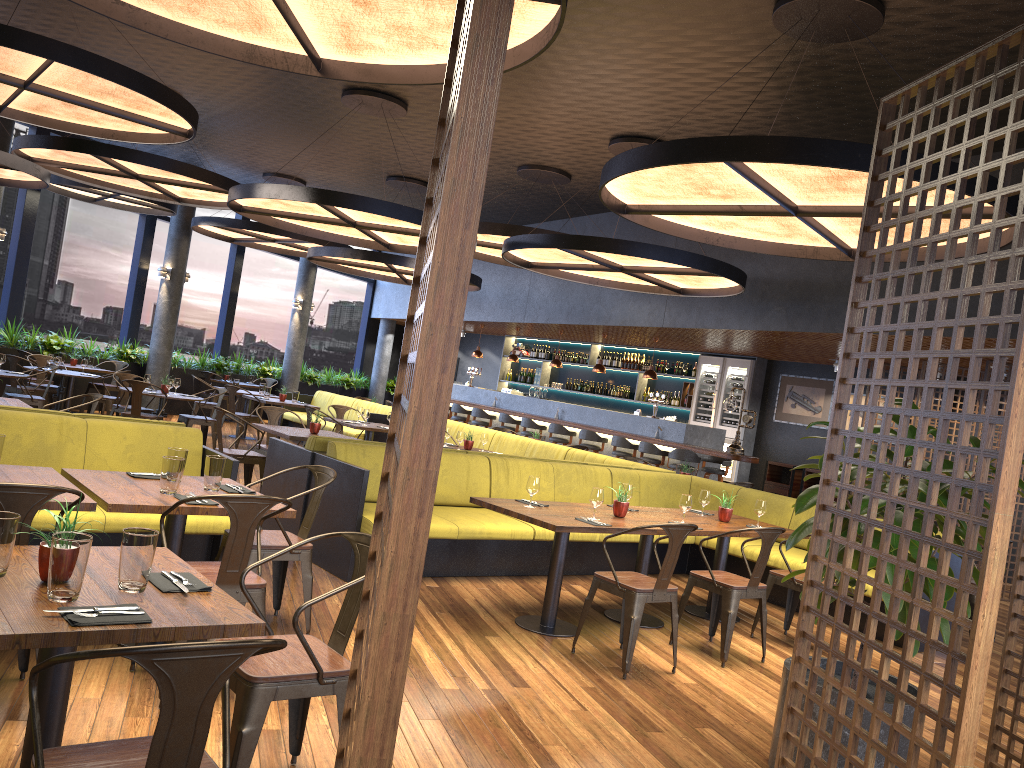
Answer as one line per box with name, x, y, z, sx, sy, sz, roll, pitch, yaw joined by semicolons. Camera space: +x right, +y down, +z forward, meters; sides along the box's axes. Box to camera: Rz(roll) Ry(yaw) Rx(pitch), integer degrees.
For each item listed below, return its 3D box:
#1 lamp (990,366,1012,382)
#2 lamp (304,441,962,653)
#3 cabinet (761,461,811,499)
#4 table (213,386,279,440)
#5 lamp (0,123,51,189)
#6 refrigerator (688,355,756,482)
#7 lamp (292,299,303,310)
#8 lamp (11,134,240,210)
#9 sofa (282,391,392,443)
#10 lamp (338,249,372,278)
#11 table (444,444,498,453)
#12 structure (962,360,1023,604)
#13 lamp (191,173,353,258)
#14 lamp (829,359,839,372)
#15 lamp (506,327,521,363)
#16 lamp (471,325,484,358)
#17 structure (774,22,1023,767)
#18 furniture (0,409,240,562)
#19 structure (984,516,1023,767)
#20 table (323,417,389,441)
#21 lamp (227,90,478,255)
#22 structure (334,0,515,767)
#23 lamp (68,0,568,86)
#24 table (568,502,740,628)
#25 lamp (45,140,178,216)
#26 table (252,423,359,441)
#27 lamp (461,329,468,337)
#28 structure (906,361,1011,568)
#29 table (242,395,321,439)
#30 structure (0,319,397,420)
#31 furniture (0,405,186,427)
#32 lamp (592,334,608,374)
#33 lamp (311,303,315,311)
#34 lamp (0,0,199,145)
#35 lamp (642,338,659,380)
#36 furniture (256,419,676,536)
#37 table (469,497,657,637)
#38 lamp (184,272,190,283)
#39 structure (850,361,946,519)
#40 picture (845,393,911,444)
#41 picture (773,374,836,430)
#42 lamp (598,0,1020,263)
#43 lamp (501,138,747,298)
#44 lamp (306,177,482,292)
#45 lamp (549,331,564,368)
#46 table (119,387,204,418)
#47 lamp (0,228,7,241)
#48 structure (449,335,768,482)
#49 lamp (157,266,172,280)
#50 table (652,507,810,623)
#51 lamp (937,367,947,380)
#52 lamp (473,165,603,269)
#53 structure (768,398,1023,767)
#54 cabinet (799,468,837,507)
lamp;5.935;-0.117;10.792;0.228;0.172;0.228;9;0;-39
lamp;2.979;0.690;8.508;9.057;2.714;3.017;9;0;-39
cabinet;4.401;1.801;14.420;0.473;1.007;0.553;9;0;-39
table;-4.415;0.512;14.674;0.906;0.763;0.887;9;0;-39
lamp;-7.030;-3.400;10.703;2.778;1.362;2.778;9;0;20
refrigerator;3.692;0.598;15.592;0.454;2.109;1.159;9;0;-39
lamp;-4.612;-1.715;18.934;0.215;0.215;0.189;9;0;12
lamp;-4.643;-3.118;11.188;2.778;1.159;2.778;9;0;29
sofa;-2.943;0.672;14.992;0.966;0.914;3.061;9;0;-39
lamp;-2.891;-2.873;18.916;1.979;1.093;1.979;9;0;15
table;-0.586;1.111;9.954;1.007;0.760;1.007;9;0;-1
structure;5.880;1.167;10.250;1.319;2.700;0.050;9;0;-9
lamp;-4.066;-3.012;15.506;2.778;1.159;2.778;9;0;-3
lamp;4.923;-0.271;13.358;0.228;0.172;0.228;9;0;-39
lamp;0.065;-0.773;17.488;0.250;0.673;0.250;9;0;-6
lamp;-0.672;-0.888;18.419;0.250;0.673;0.250;9;0;39
structure;1.120;0.380;2.575;0.050;2.700;0.852;9;0;-9
furniture;-2.114;0.768;3.355;3.378;0.916;4.755;9;0;-39
structure;2.430;0.593;3.637;0.050;2.700;0.852;9;0;-9
table;-1.894;0.906;11.465;0.906;0.763;0.887;9;0;-39
lamp;-1.669;-2.465;10.039;2.778;1.475;2.778;9;0;10
structure;-0.190;0.167;1.512;0.050;2.700;0.852;9;0;-9
lamp;-1.037;-2.461;3.768;2.778;1.362;2.778;9;0;16
table;0.972;1.349;6.491;0.906;0.763;0.887;9;0;-39
lamp;-6.236;-3.425;13.954;1.979;1.093;1.979;9;0;15
table;-2.070;0.870;8.892;0.887;0.763;0.906;9;0;-39
lamp;-1.196;-1.226;21.334;0.228;0.172;0.228;9;0;-39
structure;5.700;1.142;11.439;1.319;2.700;0.050;9;0;-9
table;-3.614;0.637;13.663;0.887;0.763;0.906;9;0;-39
structure;-6.273;-0.107;17.073;0.808;1.413;17.112;9;0;26
furniture;-4.975;0.321;6.976;3.372;0.914;4.503;9;0;-39
lamp;1.579;-0.536;15.574;0.250;0.673;0.250;9;0;-6
lamp;-4.424;-1.683;19.465;0.215;0.215;0.189;9;0;30
lamp;-4.039;-3.033;7.507;2.778;1.159;2.778;9;0;41
lamp;2.326;-0.419;14.630;0.250;0.673;0.250;9;0;-6
furniture;-0.320;1.074;9.032;4.895;0.914;7.462;9;0;-44
table;0.278;1.237;5.922;0.906;0.763;0.887;9;0;-39
lamp;-5.994;-1.945;16.262;0.215;0.215;0.189;9;0;27
structure;5.520;1.117;12.629;1.319;2.700;0.050;9;0;-9
picture;5.580;0.527;13.576;0.028;0.697;1.039;9;0;-39
picture;4.799;0.280;14.589;0.028;0.809;1.039;9;0;-39
lamp;2.101;-1.873;6.221;2.778;1.475;2.778;9;0;-38
lamp;1.367;-1.979;10.165;2.778;1.475;2.778;9;0;-35
lamp;-1.754;-2.466;14.144;2.778;1.475;2.778;9;0;16
lamp;0.867;-0.647;16.474;0.250;0.673;0.250;9;0;-6
table;-4.465;0.493;11.184;1.007;0.760;1.007;9;0;39
lamp;-7.551;-2.204;13.076;0.215;0.215;0.189;9;0;29
structure;1.389;0.468;16.627;2.700;2.700;9.298;9;0;-39
lamp;-6.203;-1.980;15.739;0.215;0.215;0.189;9;0;19
table;1.670;1.463;7.058;0.906;0.763;0.887;9;0;-39
lamp;5.715;-0.148;11.958;0.228;0.172;0.228;9;0;-39
lamp;0.353;-2.314;12.142;2.778;1.159;2.778;9;0;12
structure;1.680;0.950;3.921;0.993;1.763;1.166;9;0;22
cabinet;4.830;1.868;13.877;0.473;1.007;0.553;9;0;-39
